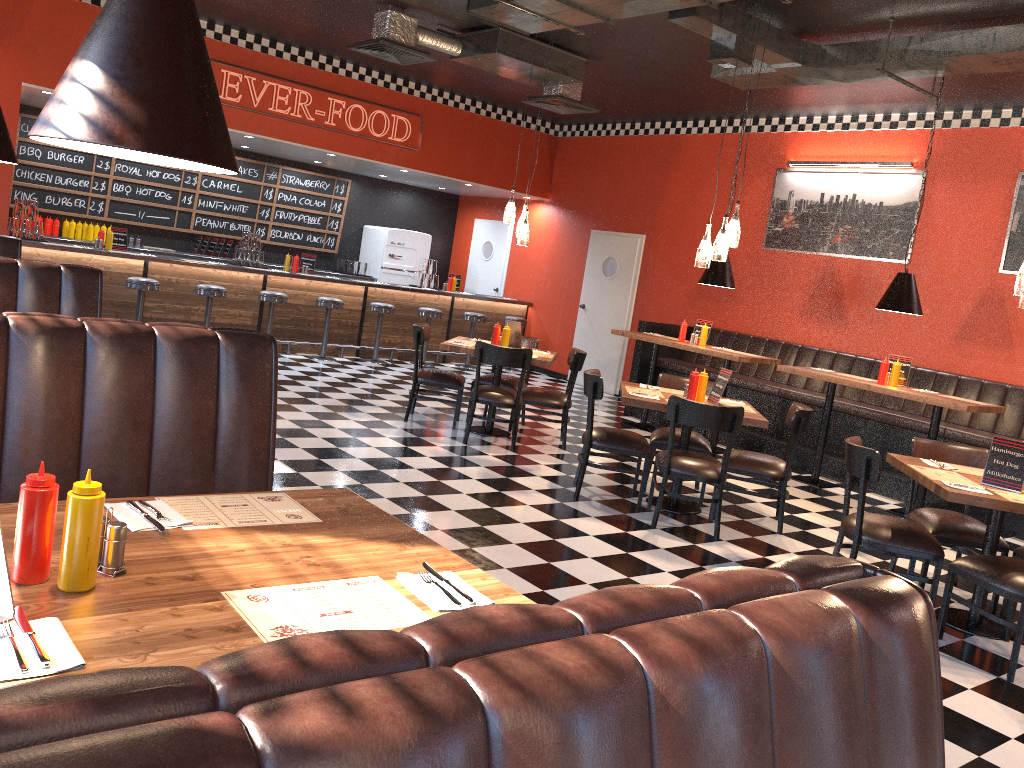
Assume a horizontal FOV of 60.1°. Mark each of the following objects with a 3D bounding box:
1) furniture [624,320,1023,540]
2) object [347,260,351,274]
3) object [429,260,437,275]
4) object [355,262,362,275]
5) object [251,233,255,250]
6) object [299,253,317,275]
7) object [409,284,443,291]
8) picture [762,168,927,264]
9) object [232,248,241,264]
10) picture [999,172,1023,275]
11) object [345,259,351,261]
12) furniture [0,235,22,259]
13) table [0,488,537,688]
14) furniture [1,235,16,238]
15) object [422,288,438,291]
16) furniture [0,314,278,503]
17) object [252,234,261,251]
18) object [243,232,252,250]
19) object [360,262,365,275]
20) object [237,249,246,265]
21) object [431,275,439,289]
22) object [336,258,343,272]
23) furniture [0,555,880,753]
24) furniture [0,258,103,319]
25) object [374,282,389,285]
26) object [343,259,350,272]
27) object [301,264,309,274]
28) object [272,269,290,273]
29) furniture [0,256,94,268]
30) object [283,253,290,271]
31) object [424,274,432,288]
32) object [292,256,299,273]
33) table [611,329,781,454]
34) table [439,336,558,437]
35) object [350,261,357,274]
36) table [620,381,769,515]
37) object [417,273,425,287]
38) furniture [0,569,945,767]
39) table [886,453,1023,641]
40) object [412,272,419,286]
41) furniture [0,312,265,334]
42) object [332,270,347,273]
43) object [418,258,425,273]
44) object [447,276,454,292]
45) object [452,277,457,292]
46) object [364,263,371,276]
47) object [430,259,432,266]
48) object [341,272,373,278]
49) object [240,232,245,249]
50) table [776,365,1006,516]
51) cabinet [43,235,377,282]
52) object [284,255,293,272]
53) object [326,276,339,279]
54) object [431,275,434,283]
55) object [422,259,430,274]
[{"bbox_3d":[4.513,0.680,7.280,1.102,1.145,8.810,4,9,-39],"label":"furniture"},{"bbox_3d":[-2.464,-1.772,13.490,0.105,0.208,0.106,9,6,5],"label":"object"},{"bbox_3d":[-1.128,-1.679,12.742,0.105,0.208,0.106,9,6,5],"label":"object"},{"bbox_3d":[-2.343,-1.757,13.513,0.105,0.208,0.106,9,6,5],"label":"object"},{"bbox_3d":[-3.255,-1.790,11.140,0.105,0.208,0.106,9,6,5],"label":"object"},{"bbox_3d":[-2.658,-1.562,11.529,0.188,0.256,0.072,8,5,-4],"label":"object"},{"bbox_3d":[-1.247,-1.393,12.789,0.436,0.018,0.274,2,10,-39],"label":"object"},{"bbox_3d":[3.529,-1.847,9.571,0.023,0.936,1.780,5,8,-39],"label":"picture"},{"bbox_3d":[-3.430,-1.593,11.056,0.105,0.208,0.106,9,6,5],"label":"object"},{"bbox_3d":[5.160,-1.321,7.540,0.023,0.936,1.780,5,8,-39],"label":"picture"},{"bbox_3d":[-2.570,-1.832,13.814,0.105,0.208,0.106,9,6,5],"label":"object"},{"bbox_3d":[-4.366,-0.538,6.153,1.707,1.149,0.710,3,8,-39],"label":"furniture"},{"bbox_3d":[-0.925,0.766,1.862,1.689,0.771,0.962,3,9,-39],"label":"table"},{"bbox_3d":[-4.802,-0.679,6.696,1.707,1.149,0.710,3,8,-39],"label":"furniture"},{"bbox_3d":[-1.169,-1.338,12.471,0.157,0.019,0.256,2,10,-43],"label":"object"},{"bbox_3d":[-1.415,0.414,2.479,1.707,1.149,0.710,3,8,-39],"label":"furniture"},{"bbox_3d":[-3.181,-1.768,11.058,0.105,0.208,0.106,9,6,5],"label":"object"},{"bbox_3d":[-3.279,-1.774,10.992,0.105,0.208,0.106,9,6,5],"label":"object"},{"bbox_3d":[-2.289,-1.765,13.637,0.105,0.208,0.106,9,6,5],"label":"object"},{"bbox_3d":[-3.351,-1.571,10.978,0.105,0.208,0.106,9,6,5],"label":"object"},{"bbox_3d":[-1.108,-1.471,12.795,0.105,0.208,0.106,9,6,5],"label":"object"},{"bbox_3d":[-2.673,-1.835,13.716,0.105,0.208,0.106,9,6,5],"label":"object"},{"bbox_3d":[-0.376,0.749,1.185,1.707,1.149,0.710,3,8,-39],"label":"furniture"},{"bbox_3d":[-2.890,-0.062,4.316,1.707,1.149,0.710,3,8,-39],"label":"furniture"},{"bbox_3d":[-1.761,-1.363,11.981,0.157,0.019,0.256,3,10,-39],"label":"object"},{"bbox_3d":[-2.559,-1.812,13.675,0.105,0.208,0.106,9,6,5],"label":"object"},{"bbox_3d":[-2.669,-1.487,11.428,0.094,0.135,0.047,10,5,10],"label":"object"},{"bbox_3d":[-2.892,-1.410,11.038,0.157,0.019,0.256,2,10,-43],"label":"object"},{"bbox_3d":[-3.326,-0.203,4.859,1.707,1.149,0.710,3,8,-39],"label":"furniture"},{"bbox_3d":[-2.885,-1.565,11.371,0.068,0.237,0.068,6,6,-27],"label":"object"},{"bbox_3d":[-1.207,-1.476,12.724,0.105,0.208,0.106,9,6,5],"label":"object"},{"bbox_3d":[-2.783,-1.555,11.413,0.068,0.237,0.068,6,6,-27],"label":"object"},{"bbox_3d":[1.796,0.075,9.225,0.694,0.995,1.702,4,8,-39],"label":"table"},{"bbox_3d":[-0.149,0.058,7.984,0.957,0.771,0.964,9,7,5],"label":"table"},{"bbox_3d":[-2.406,-1.751,13.399,0.105,0.208,0.106,9,6,5],"label":"object"},{"bbox_3d":[1.198,0.489,6.331,0.960,0.771,0.960,9,7,5],"label":"table"},{"bbox_3d":[-1.298,-1.482,12.662,0.105,0.208,0.106,9,6,5],"label":"object"},{"bbox_3d":[0.060,0.890,0.642,1.707,1.149,0.710,3,8,-39],"label":"furniture"},{"bbox_3d":[2.565,0.917,4.721,0.960,0.771,0.960,9,7,5],"label":"table"},{"bbox_3d":[-1.377,-1.505,12.739,0.105,0.208,0.106,9,6,5],"label":"object"},{"bbox_3d":[-1.851,0.273,3.022,1.707,1.149,0.710,3,8,-39],"label":"furniture"},{"bbox_3d":[-2.565,-1.729,13.773,0.436,0.018,0.274,2,10,-39],"label":"object"},{"bbox_3d":[-1.286,-1.703,12.743,0.105,0.208,0.106,9,6,5],"label":"object"},{"bbox_3d":[-0.892,-1.462,12.877,0.068,0.237,0.068,8,5,-9],"label":"object"},{"bbox_3d":[-0.850,-1.467,12.960,0.068,0.237,0.068,11,6,19],"label":"object"},{"bbox_3d":[-2.212,-1.742,13.553,0.105,0.208,0.106,9,6,5],"label":"object"},{"bbox_3d":[-1.202,-1.701,12.824,0.105,0.208,0.106,9,6,5],"label":"object"},{"bbox_3d":[-2.371,-1.669,13.545,0.436,0.018,0.274,2,10,-39],"label":"object"},{"bbox_3d":[-3.339,-1.792,11.060,0.105,0.208,0.106,9,6,5],"label":"object"},{"bbox_3d":[3.105,0.497,7.595,0.694,0.995,1.702,4,8,-39],"label":"table"},{"bbox_3d":[-4.385,-1.282,12.213,5.277,0.995,0.679,3,9,-39],"label":"cabinet"},{"bbox_3d":[-2.833,-1.522,11.220,0.105,0.208,0.106,9,6,5],"label":"object"},{"bbox_3d":[-2.318,-1.381,11.477,0.157,0.019,0.256,5,8,-24],"label":"object"},{"bbox_3d":[-1.189,-1.495,12.878,0.105,0.208,0.106,9,6,5],"label":"object"},{"bbox_3d":[-1.226,-1.685,12.676,0.105,0.208,0.106,9,6,5],"label":"object"}]
